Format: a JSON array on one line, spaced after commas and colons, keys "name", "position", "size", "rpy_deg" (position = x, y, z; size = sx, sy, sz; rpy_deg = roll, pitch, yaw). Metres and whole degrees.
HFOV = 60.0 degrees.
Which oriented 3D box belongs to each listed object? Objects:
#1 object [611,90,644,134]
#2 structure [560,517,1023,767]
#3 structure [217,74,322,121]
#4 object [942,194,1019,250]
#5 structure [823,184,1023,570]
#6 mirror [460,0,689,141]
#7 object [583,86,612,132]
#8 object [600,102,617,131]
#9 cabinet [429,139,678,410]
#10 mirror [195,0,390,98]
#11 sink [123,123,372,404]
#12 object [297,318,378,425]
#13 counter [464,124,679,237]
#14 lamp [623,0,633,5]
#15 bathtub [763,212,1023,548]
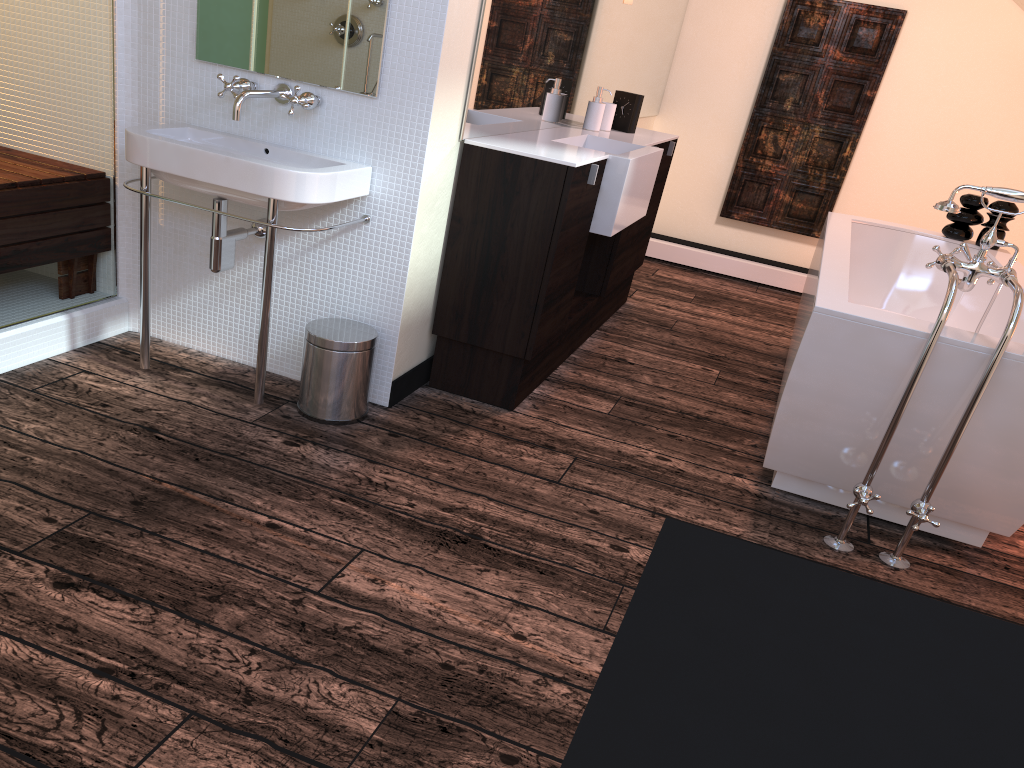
[{"name": "object", "position": [0.500, -1.334, 3.912], "size": [0.115, 0.180, 0.066], "rpy_deg": [29, 30, 34]}, {"name": "structure", "position": [0.345, 0.789, 0.612], "size": [0.867, 0.874, 0.791], "rpy_deg": [18, 25, 13]}, {"name": "structure", "position": [-0.700, -0.889, 2.490], "size": [0.297, 0.124, 0.234], "rpy_deg": [18, 25, 13]}, {"name": "object", "position": [2.080, -0.811, 3.950], "size": [0.155, 0.232, 0.273], "rpy_deg": [-11, 33, -40]}, {"name": "structure", "position": [1.170, -0.026, 2.464], "size": [0.381, 1.137, 0.549], "rpy_deg": [25, 28, 27]}, {"name": "mirror", "position": [0.543, -2.178, 3.728], "size": [0.011, 1.871, 3.195], "rpy_deg": [18, 25, 14]}, {"name": "object", "position": [0.352, -1.277, 3.699], "size": [0.073, 0.193, 0.079], "rpy_deg": [-5, 29, -31]}, {"name": "object", "position": [0.402, -1.280, 3.816], "size": [0.073, 0.124, 0.072], "rpy_deg": [16, 25, 9]}, {"name": "cabinet", "position": [0.253, -0.650, 3.692], "size": [0.385, 0.937, 1.833], "rpy_deg": [18, 25, 14]}, {"name": "mirror", "position": [-0.543, -1.557, 2.288], "size": [0.602, 1.296, 0.011], "rpy_deg": [18, 26, 13]}, {"name": "sink", "position": [-0.836, -0.392, 2.682], "size": [0.679, 0.797, 0.342], "rpy_deg": [18, 25, 13]}, {"name": "object", "position": [-0.542, -0.045, 2.750], "size": [0.223, 0.311, 0.219], "rpy_deg": [3, 26, -18]}, {"name": "counter", "position": [0.338, -0.936, 3.545], "size": [0.441, 0.300, 1.833], "rpy_deg": [18, 24, 14]}, {"name": "lamp", "position": [0.498, -1.944, 3.649], "size": [0.083, 0.371, 0.130], "rpy_deg": [18, 26, 14]}, {"name": "bathtub", "position": [1.474, -0.158, 3.371], "size": [0.796, 0.704, 2.189], "rpy_deg": [18, 24, 14]}]
